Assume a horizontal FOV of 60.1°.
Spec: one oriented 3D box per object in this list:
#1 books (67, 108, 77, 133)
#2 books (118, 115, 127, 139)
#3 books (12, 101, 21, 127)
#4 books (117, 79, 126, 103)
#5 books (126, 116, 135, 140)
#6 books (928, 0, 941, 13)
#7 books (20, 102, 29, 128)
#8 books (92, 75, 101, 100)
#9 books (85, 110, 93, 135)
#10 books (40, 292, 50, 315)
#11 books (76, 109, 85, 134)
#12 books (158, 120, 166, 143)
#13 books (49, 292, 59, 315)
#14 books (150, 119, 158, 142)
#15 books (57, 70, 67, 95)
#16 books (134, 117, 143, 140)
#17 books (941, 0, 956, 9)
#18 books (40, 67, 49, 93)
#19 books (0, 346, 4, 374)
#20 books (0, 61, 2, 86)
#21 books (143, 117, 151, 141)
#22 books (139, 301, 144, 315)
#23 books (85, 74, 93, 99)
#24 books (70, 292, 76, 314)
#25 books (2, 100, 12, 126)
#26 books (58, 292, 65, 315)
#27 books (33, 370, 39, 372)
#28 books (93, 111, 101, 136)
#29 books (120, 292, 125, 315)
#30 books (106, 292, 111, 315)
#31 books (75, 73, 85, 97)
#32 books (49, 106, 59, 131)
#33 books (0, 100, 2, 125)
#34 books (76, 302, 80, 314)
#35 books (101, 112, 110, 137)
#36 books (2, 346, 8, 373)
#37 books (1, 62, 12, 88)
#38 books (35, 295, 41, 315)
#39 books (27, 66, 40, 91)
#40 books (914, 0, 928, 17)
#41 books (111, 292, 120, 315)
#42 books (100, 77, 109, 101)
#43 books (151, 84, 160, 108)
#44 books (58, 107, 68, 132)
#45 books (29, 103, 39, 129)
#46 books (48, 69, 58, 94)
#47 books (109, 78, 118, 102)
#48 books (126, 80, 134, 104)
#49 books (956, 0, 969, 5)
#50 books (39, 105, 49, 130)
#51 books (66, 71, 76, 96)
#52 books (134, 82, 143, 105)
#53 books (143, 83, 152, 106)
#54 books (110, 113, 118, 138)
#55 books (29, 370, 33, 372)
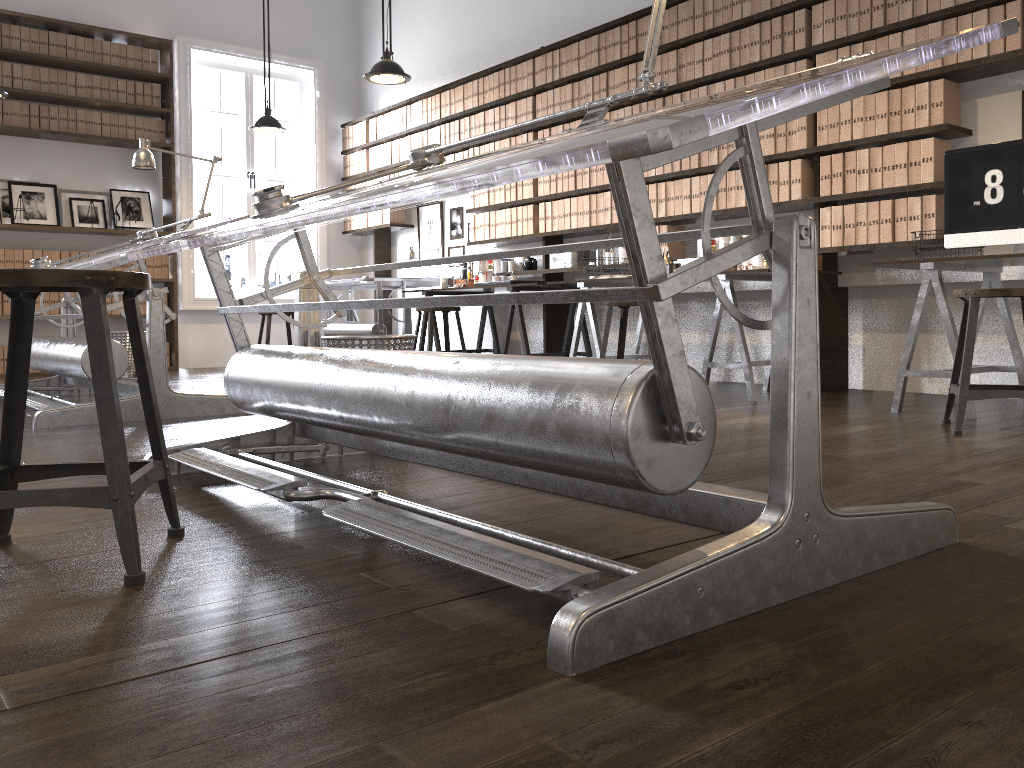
[{"bbox_3d":[-3.836,-2.261,7.686,0.067,0.225,0.175,-2,3,-38],"label":"books"},{"bbox_3d":[-3.515,-2.283,7.940,0.067,0.225,0.174,-2,3,-38],"label":"books"},{"bbox_3d":[-4.171,-2.238,7.420,0.067,0.225,0.175,-2,3,-38],"label":"books"},{"bbox_3d":[-3.514,-2.595,7.931,0.067,0.225,0.174,-2,3,-38],"label":"books"},{"bbox_3d":[-3.458,-2.287,7.980,0.067,0.225,0.174,-2,3,-38],"label":"books"},{"bbox_3d":[2.115,-1.912,4.343,0.175,0.225,0.067,-2,2,-38],"label":"books"},{"bbox_3d":[-4.121,-2.242,7.463,0.067,0.225,0.175,-2,3,-38],"label":"books"},{"bbox_3d":[-3.677,-2.583,7.800,0.067,0.225,0.175,-2,3,-38],"label":"books"},{"bbox_3d":[-3.730,-2.268,7.768,0.067,0.225,0.175,-2,3,-38],"label":"books"},{"bbox_3d":[-4.008,-0.700,7.571,0.067,0.225,0.174,-2,3,-38],"label":"books"},{"bbox_3d":[-3.780,-2.265,7.723,0.067,0.225,0.175,-2,3,-38],"label":"books"},{"bbox_3d":[-3.246,-2.302,8.150,0.067,0.225,0.175,-2,3,-38],"label":"books"},{"bbox_3d":[-3.952,-0.704,7.613,0.067,0.225,0.175,-2,3,-38],"label":"books"},{"bbox_3d":[-3.300,-2.298,8.106,0.067,0.225,0.175,-2,3,-38],"label":"books"},{"bbox_3d":[-3.894,-2.569,7.636,0.067,0.225,0.175,-2,3,-38],"label":"books"},{"bbox_3d":[-3.399,-2.291,8.023,0.067,0.225,0.175,-2,3,-38],"label":"books"},{"bbox_3d":[2.152,-1.908,4.287,0.175,0.225,0.067,-2,2,-38],"label":"books"},{"bbox_3d":[-4.001,-2.561,7.545,0.067,0.225,0.175,-2,3,-38],"label":"books"},{"bbox_3d":[-4.277,-0.199,7.357,0.067,0.225,0.175,-2,3,-38],"label":"books"},{"bbox_3d":[-4.275,-2.542,7.329,0.067,0.225,0.175,-2,3,-38],"label":"books"},{"bbox_3d":[-3.347,-2.294,8.064,0.067,0.225,0.175,-2,3,-38],"label":"books"},{"bbox_3d":[-3.404,-0.741,8.039,0.067,0.225,0.175,-2,3,-38],"label":"books"},{"bbox_3d":[-3.733,-2.580,7.762,0.067,0.225,0.175,-2,3,-38],"label":"books"},{"bbox_3d":[-3.841,-0.711,7.694,0.067,0.225,0.175,-2,3,-38],"label":"books"},{"bbox_3d":[-4.218,-2.234,7.378,0.067,0.225,0.175,-2,3,-38],"label":"books"},{"bbox_3d":[-3.893,-0.708,7.658,0.067,0.225,0.175,-2,3,-38],"label":"books"},{"bbox_3d":[-4.050,-0.215,7.540,0.067,0.225,0.175,-2,3,-38],"label":"books"},{"bbox_3d":[-3.680,-2.272,7.806,0.067,0.225,0.175,-2,3,-38],"label":"books"},{"bbox_3d":[-3.507,-0.734,7.961,0.067,0.225,0.175,-2,3,-38],"label":"books"},{"bbox_3d":[-3.621,-0.727,7.874,0.067,0.225,0.175,-2,3,-38],"label":"books"},{"bbox_3d":[-3.781,-2.576,7.722,0.067,0.225,0.175,-2,3,-38],"label":"books"},{"bbox_3d":[-3.945,-2.253,7.595,0.067,0.225,0.174,-2,3,-38],"label":"books"},{"bbox_3d":[-4.275,-2.231,7.333,0.067,0.225,0.175,-2,3,-38],"label":"books"},{"bbox_3d":[-3.784,-0.715,7.739,0.067,0.225,0.175,-2,3,-38],"label":"books"},{"bbox_3d":[-3.622,-2.276,7.849,0.067,0.225,0.175,-2,3,-38],"label":"books"},{"bbox_3d":[-4.220,-0.203,7.402,0.067,0.225,0.175,-2,3,-38],"label":"books"},{"bbox_3d":[-4.220,-2.546,7.377,0.067,0.225,0.174,-2,3,-38],"label":"books"},{"bbox_3d":[-4.061,-0.696,7.525,0.067,0.225,0.174,-2,3,-38],"label":"books"},{"bbox_3d":[-4.056,-2.558,7.508,0.067,0.225,0.175,-2,3,-38],"label":"books"},{"bbox_3d":[2.071,-1.915,4.399,0.174,0.225,0.067,-2,2,-38],"label":"books"},{"bbox_3d":[-3.563,-0.730,7.915,0.067,0.225,0.175,-2,3,-38],"label":"books"},{"bbox_3d":[-3.628,-2.587,7.846,0.067,0.225,0.175,-2,3,-38],"label":"books"},{"bbox_3d":[-3.283,-2.611,8.116,0.067,0.225,0.175,-2,3,-38],"label":"books"},{"bbox_3d":[-3.892,-2.257,7.642,0.067,0.225,0.174,-2,3,-38],"label":"books"},{"bbox_3d":[-4.059,-2.246,7.504,0.067,0.225,0.175,-2,3,-38],"label":"books"},{"bbox_3d":[-3.950,-2.565,7.594,0.067,0.225,0.174,-2,3,-38],"label":"books"},{"bbox_3d":[-3.572,-2.591,7.890,0.067,0.225,0.174,-2,3,-38],"label":"books"},{"bbox_3d":[-3.461,-2.599,7.978,0.067,0.225,0.175,-2,3,-38],"label":"books"},{"bbox_3d":[2.197,-1.905,4.237,0.175,0.225,0.067,-2,2,-38],"label":"books"},{"bbox_3d":[-4.004,-2.250,7.555,0.067,0.225,0.175,-2,3,-38],"label":"books"},{"bbox_3d":[-3.837,-2.572,7.676,0.067,0.225,0.175,-2,3,-38],"label":"books"},{"bbox_3d":[-3.399,-2.602,8.020,0.067,0.225,0.175,-2,3,-38],"label":"books"},{"bbox_3d":[-3.344,-2.607,8.071,0.067,0.225,0.175,-2,3,-38],"label":"books"},{"bbox_3d":[-3.569,-2.280,7.896,0.067,0.225,0.175,-2,3,-38],"label":"books"},{"bbox_3d":[-4.106,-0.211,7.494,0.067,0.225,0.175,-2,3,-38],"label":"books"}]
